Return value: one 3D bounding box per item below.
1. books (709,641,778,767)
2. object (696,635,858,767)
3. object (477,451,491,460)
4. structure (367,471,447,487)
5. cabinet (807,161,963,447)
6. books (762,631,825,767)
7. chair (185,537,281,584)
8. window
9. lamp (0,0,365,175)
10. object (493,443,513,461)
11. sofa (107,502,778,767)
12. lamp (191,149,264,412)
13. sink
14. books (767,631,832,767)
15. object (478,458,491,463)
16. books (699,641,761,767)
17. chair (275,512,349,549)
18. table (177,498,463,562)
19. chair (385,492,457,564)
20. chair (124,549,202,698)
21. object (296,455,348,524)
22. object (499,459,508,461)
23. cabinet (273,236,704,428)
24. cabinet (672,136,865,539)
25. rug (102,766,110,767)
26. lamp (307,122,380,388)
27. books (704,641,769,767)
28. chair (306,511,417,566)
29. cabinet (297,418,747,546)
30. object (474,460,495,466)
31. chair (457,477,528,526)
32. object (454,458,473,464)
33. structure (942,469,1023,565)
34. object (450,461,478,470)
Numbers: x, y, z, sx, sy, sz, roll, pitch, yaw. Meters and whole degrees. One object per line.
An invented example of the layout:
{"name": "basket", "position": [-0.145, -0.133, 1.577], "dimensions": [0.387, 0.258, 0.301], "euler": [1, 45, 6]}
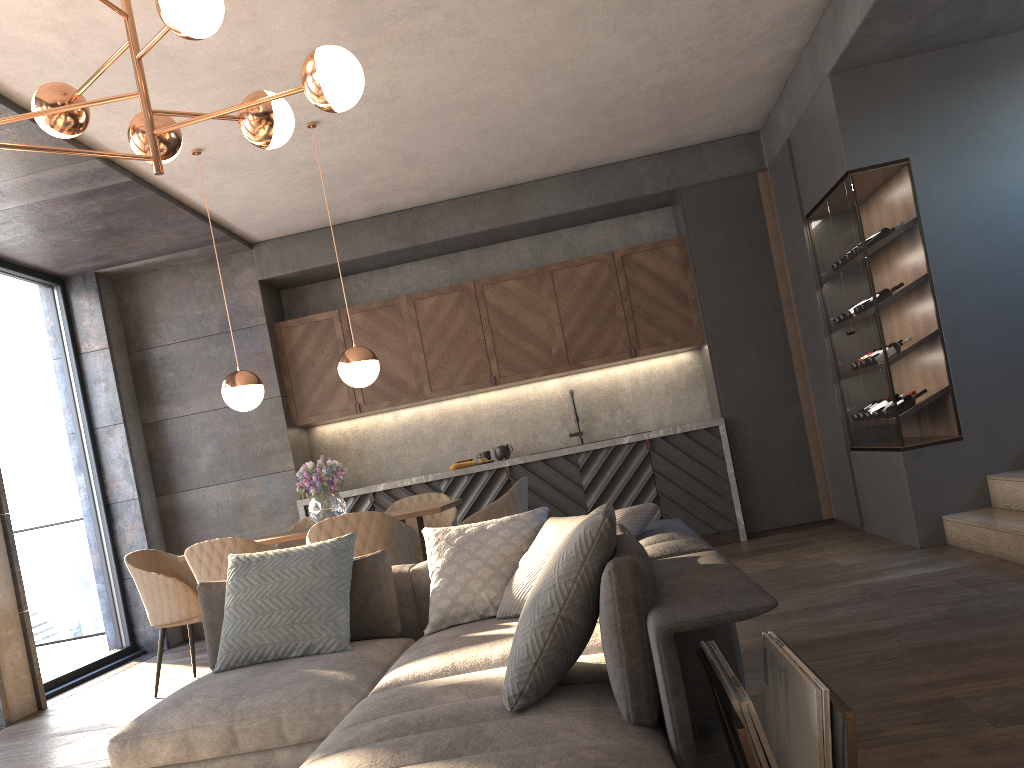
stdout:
{"name": "books", "position": [0.571, 0.830, 2.067], "dimensions": [0.079, 0.352, 0.568], "euler": [-11, -4, 4]}
{"name": "object", "position": [0.596, 0.828, 1.991], "dimensions": [0.216, 0.351, 0.668], "euler": [-11, -4, 4]}
{"name": "object", "position": [-0.222, 0.607, 7.258], "dimensions": [0.091, 0.103, 0.111], "euler": [-13, -3, 37]}
{"name": "structure", "position": [-0.836, 0.782, 7.241], "dimensions": [0.611, 0.017, 0.505], "euler": [-11, -5, 5]}
{"name": "cabinet", "position": [2.284, -0.416, 5.515], "dimensions": [0.337, 1.583, 0.999], "euler": [-11, -1, 4]}
{"name": "books", "position": [0.650, 0.813, 2.059], "dimensions": [0.064, 0.354, 0.568], "euler": [-11, -4, 4]}
{"name": "chair", "position": [-1.316, 1.177, 4.541], "dimensions": [0.557, 0.836, 0.509], "euler": [-11, -1, 14]}
{"name": "window", "position": [-3.572, 0.401, 3.301], "dimensions": [0.199, 2.992, 7.279], "euler": [-11, -4, 4]}
{"name": "lamp", "position": [-1.336, -1.122, 2.895], "dimensions": [1.456, 1.037, 1.022], "euler": [-10, -3, -19]}
{"name": "object", "position": [-0.075, 0.560, 7.241], "dimensions": [0.135, 0.137, 0.154], "euler": [-10, -3, -23]}
{"name": "sofa", "position": [-0.338, 0.820, 2.349], "dimensions": [2.026, 0.783, 2.917], "euler": [-11, -5, 4]}
{"name": "lamp", "position": [-1.690, -0.599, 5.139], "dimensions": [0.240, 1.543, 0.238], "euler": [-11, 0, 10]}
{"name": "sink", "position": [0.594, 0.289, 7.127], "dimensions": [0.963, 0.546, 0.461], "euler": [-11, -2, 5]}
{"name": "books", "position": [0.662, 0.810, 2.050], "dimensions": [0.064, 0.354, 0.568], "euler": [-11, -4, 4]}
{"name": "object", "position": [-0.224, 0.618, 7.091], "dimensions": [0.120, 0.045, 0.116], "euler": [-12, -4, 10]}
{"name": "books", "position": [0.537, 0.836, 2.074], "dimensions": [0.062, 0.354, 0.568], "euler": [-11, -4, 4]}
{"name": "chair", "position": [-1.196, 1.255, 5.690], "dimensions": [0.555, 0.836, 0.511], "euler": [-11, -1, -1]}
{"name": "table", "position": [-0.984, 1.194, 5.083], "dimensions": [1.468, 0.769, 0.770], "euler": [-11, -2, 5]}
{"name": "chair", "position": [-0.562, 1.125, 5.609], "dimensions": [0.556, 0.836, 0.510], "euler": [-11, -1, 4]}
{"name": "chair", "position": [-1.888, 1.343, 5.169], "dimensions": [0.511, 0.836, 0.554], "euler": [-11, -1, 9]}
{"name": "object", "position": [-1.082, 0.616, 5.110], "dimensions": [0.296, 0.408, 0.331], "euler": [-10, -2, -25]}
{"name": "object", "position": [-0.272, 0.648, 7.137], "dimensions": [0.490, 0.040, 0.285], "euler": [-11, -5, 0]}
{"name": "cabinet", "position": [-0.212, -0.394, 7.262], "dimensions": [3.397, 0.866, 0.369], "euler": [-11, -1, 5]}
{"name": "cabinet", "position": [2.104, -0.280, 6.637], "dimensions": [1.189, 2.753, 1.202], "euler": [-11, -1, 5]}
{"name": "rug", "position": [-1.109, 1.333, 2.008], "dimensions": [1.732, 0.020, 3.149], "euler": [-11, -5, 4]}
{"name": "lamp", "position": [-1.005, -0.737, 5.075], "dimensions": [0.238, 1.543, 0.240], "euler": [-11, 0, -20]}
{"name": "books", "position": [0.552, 0.833, 2.070], "dimensions": [0.068, 0.354, 0.568], "euler": [-11, -4, 4]}
{"name": "chair", "position": [-0.718, 1.056, 4.489], "dimensions": [0.555, 0.836, 0.511], "euler": [-11, -1, -1]}
{"name": "cabinet", "position": [0.064, 1.079, 7.151], "dimensions": [3.397, 0.950, 0.600], "euler": [-11, -1, 5]}
{"name": "object", "position": [-0.222, 0.635, 7.091], "dimensions": [0.171, 0.020, 0.169], "euler": [-14, -6, 30]}
{"name": "chair", "position": [-0.095, 0.978, 4.972], "dimensions": [0.511, 0.836, 0.554], "euler": [-11, -1, 9]}
{"name": "object", "position": [-0.397, 0.659, 7.281], "dimensions": [0.156, 0.068, 0.117], "euler": [-10, -4, -10]}
{"name": "structure", "position": [3.378, -0.064, 4.171], "dimensions": [2.262, 1.422, 1.508], "euler": [-11, -3, 5]}
{"name": "object", "position": [-0.380, 0.656, 7.132], "dimensions": [0.299, 0.054, 0.071], "euler": [-6, -5, -44]}
